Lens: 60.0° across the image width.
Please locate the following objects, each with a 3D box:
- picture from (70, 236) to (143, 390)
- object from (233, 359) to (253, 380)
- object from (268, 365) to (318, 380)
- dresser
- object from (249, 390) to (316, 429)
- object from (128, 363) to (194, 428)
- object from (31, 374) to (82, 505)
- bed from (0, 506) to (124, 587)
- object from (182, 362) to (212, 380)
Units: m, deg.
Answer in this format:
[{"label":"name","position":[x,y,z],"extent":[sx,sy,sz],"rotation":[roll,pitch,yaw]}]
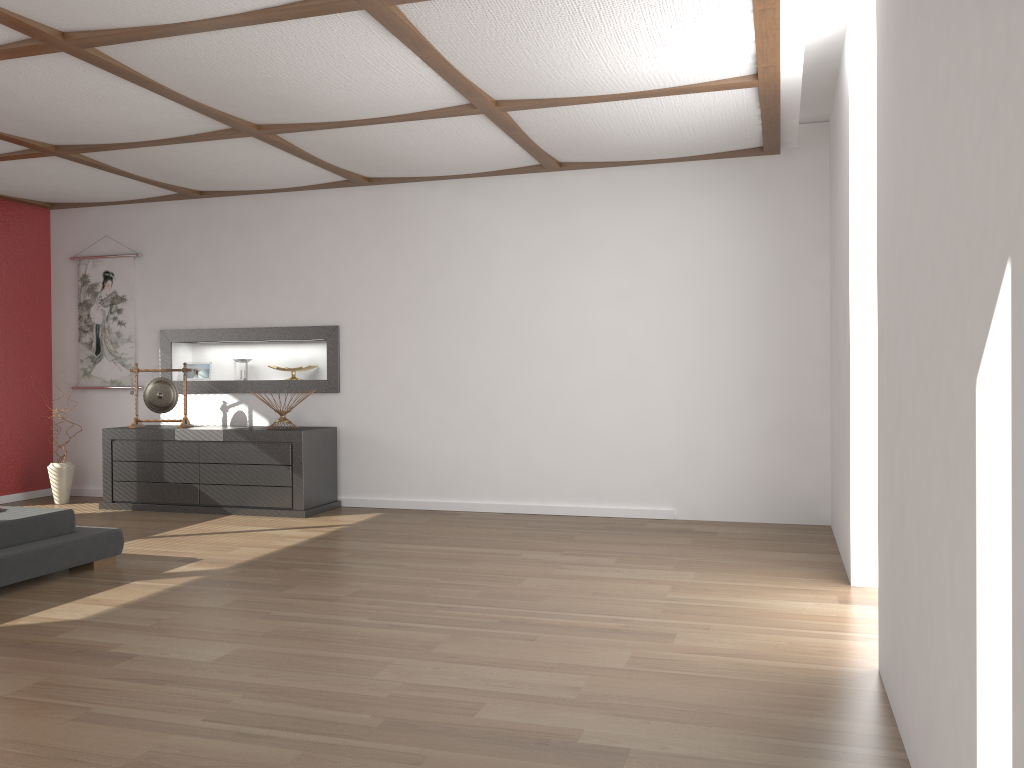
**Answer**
[{"label":"picture","position":[-3.346,-0.589,7.310],"extent":[0.701,1.270,0.028],"rotation":[0,1,17]},{"label":"object","position":[-2.162,-0.114,7.124],"extent":[0.159,0.171,0.159],"rotation":[-1,1,-24]},{"label":"object","position":[-1.718,-0.088,6.972],"extent":[0.350,0.116,0.181],"rotation":[0,1,7]},{"label":"dresser","position":[-2.198,0.630,6.670],"extent":[1.740,0.608,0.540],"rotation":[0,1,17]},{"label":"object","position":[-1.680,0.185,6.497],"extent":[0.481,0.282,0.481],"rotation":[-1,1,-17]},{"label":"object","position":[-2.687,0.083,6.788],"extent":[0.490,0.498,0.173],"rotation":[0,1,2]},{"label":"object","position":[-3.568,0.425,6.923],"extent":[0.364,1.035,0.422],"rotation":[0,1,-8]},{"label":"bed","position":[-3.570,0.681,3.878],"extent":[2.413,0.577,2.469],"rotation":[0,1,17]},{"label":"object","position":[-2.559,-0.105,7.209],"extent":[0.226,0.146,0.041],"rotation":[0,1,-3]}]
